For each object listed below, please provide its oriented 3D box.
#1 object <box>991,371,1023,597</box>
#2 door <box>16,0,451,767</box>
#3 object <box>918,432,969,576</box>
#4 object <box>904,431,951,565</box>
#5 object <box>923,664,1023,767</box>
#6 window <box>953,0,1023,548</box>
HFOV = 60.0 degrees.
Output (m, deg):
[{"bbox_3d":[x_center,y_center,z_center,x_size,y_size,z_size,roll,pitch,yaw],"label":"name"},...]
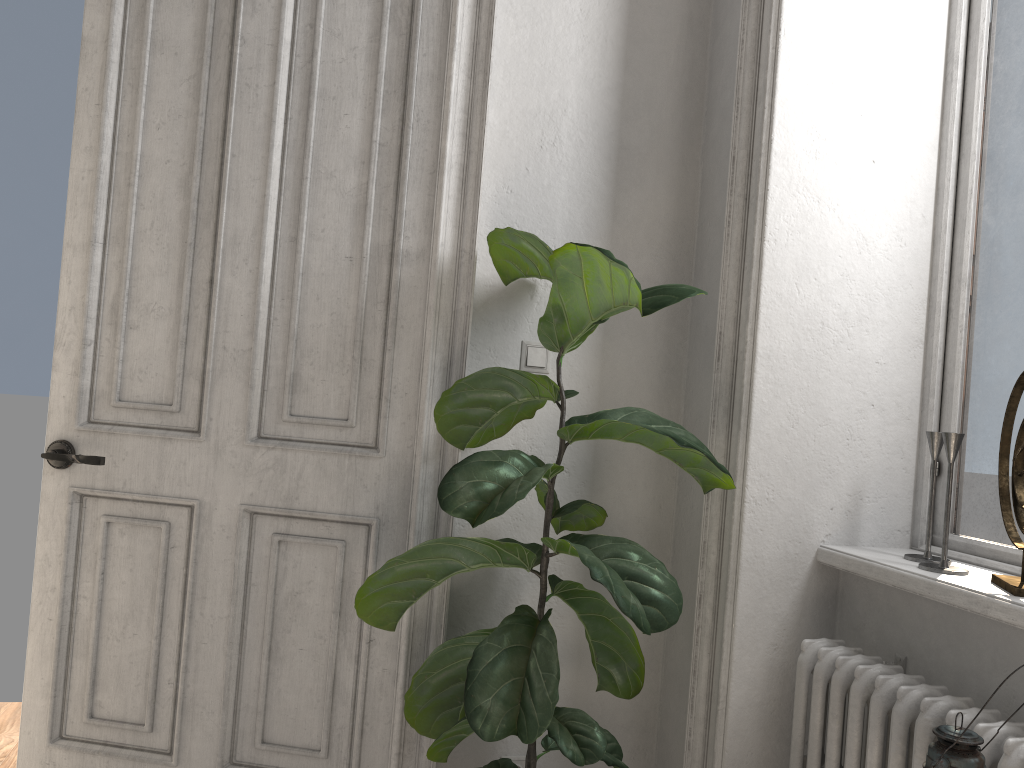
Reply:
[{"bbox_3d":[0.982,0.178,1.672,0.087,0.425,0.347,4,-1,18],"label":"object"},{"bbox_3d":[-0.713,-0.195,2.346,1.097,2.814,0.216,4,-1,11],"label":"door"},{"bbox_3d":[0.910,0.246,1.850,0.095,0.289,0.095,4,-1,8],"label":"object"},{"bbox_3d":[0.937,0.251,1.978,0.095,0.289,0.095,4,-1,17],"label":"object"},{"bbox_3d":[0.575,0.499,1.104,0.154,0.383,0.163,5,-1,-41],"label":"object"},{"bbox_3d":[1.366,-1.060,1.348,0.013,2.842,1.622,5,-1,-14],"label":"window"}]
